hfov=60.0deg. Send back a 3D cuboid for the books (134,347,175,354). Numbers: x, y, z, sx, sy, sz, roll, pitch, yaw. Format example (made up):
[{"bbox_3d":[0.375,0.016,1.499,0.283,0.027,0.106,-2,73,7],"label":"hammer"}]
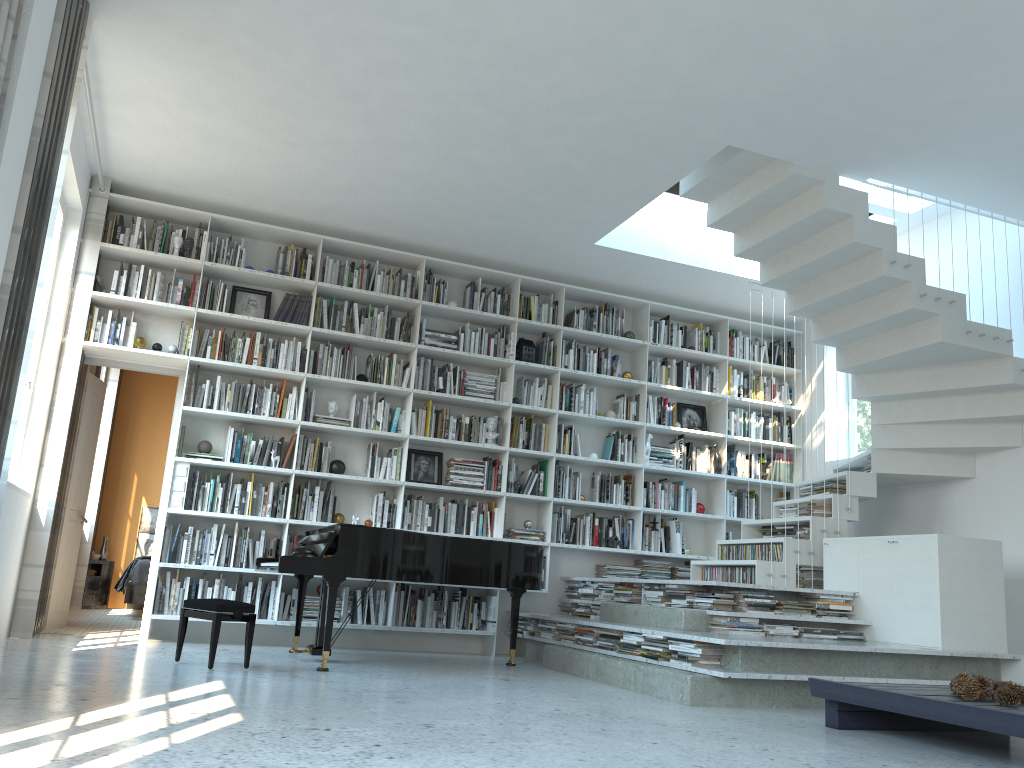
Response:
[{"bbox_3d":[-2.638,-0.226,6.553,0.285,0.012,0.160,8,-14,-18],"label":"books"}]

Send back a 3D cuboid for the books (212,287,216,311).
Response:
[{"bbox_3d":[-2.273,-0.612,6.751,0.018,0.218,0.187,9,-13,-20],"label":"books"}]

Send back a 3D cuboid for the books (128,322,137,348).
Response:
[{"bbox_3d":[-2.778,-0.326,6.492,0.029,0.210,0.187,9,-13,-20],"label":"books"}]

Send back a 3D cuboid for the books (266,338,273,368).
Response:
[{"bbox_3d":[-1.888,-0.207,6.853,0.029,0.260,0.158,9,-13,-20],"label":"books"}]

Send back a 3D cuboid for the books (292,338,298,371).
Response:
[{"bbox_3d":[-1.706,-0.197,6.908,0.022,0.288,0.169,9,-13,-20],"label":"books"}]

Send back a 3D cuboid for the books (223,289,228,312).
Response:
[{"bbox_3d":[-2.200,-0.599,6.776,0.012,0.213,0.186,9,-13,-20],"label":"books"}]

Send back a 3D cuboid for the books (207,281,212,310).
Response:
[{"bbox_3d":[-2.310,-0.636,6.748,0.009,0.259,0.184,9,-13,-20],"label":"books"}]

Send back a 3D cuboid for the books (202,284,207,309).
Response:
[{"bbox_3d":[-2.344,-0.628,6.745,0.005,0.237,0.154,9,-13,-20],"label":"books"}]

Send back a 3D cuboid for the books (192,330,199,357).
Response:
[{"bbox_3d":[-2.381,-0.271,6.660,0.022,0.232,0.151,9,-13,-20],"label":"books"}]

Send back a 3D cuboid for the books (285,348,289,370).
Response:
[{"bbox_3d":[-1.762,-0.163,6.888,0.013,0.206,0.172,9,-13,-20],"label":"books"}]

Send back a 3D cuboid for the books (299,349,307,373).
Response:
[{"bbox_3d":[-1.638,-0.150,6.896,0.039,0.202,0.236,9,-14,-20],"label":"books"}]

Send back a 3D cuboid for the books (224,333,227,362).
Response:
[{"bbox_3d":[-2.178,-0.247,6.741,0.047,0.249,0.134,9,-13,-20],"label":"books"}]

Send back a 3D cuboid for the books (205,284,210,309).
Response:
[{"bbox_3d":[-2.322,-0.624,6.737,0.009,0.228,0.185,9,-13,-20],"label":"books"}]

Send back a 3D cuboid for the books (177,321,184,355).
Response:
[{"bbox_3d":[-2.482,-0.314,6.623,0.012,0.284,0.160,9,-13,-20],"label":"books"}]

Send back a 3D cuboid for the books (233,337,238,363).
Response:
[{"bbox_3d":[-2.114,-0.229,6.758,0.011,0.228,0.170,9,-13,-20],"label":"books"}]

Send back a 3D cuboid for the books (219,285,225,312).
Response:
[{"bbox_3d":[-2.225,-0.618,6.781,0.011,0.249,0.168,9,-13,-20],"label":"books"}]

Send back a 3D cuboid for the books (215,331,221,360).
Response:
[{"bbox_3d":[-2.230,-0.260,6.711,0.014,0.252,0.187,9,-13,-20],"label":"books"}]

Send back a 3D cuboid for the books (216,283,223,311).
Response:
[{"bbox_3d":[-2.237,-0.626,6.767,0.023,0.257,0.183,9,-13,-20],"label":"books"}]

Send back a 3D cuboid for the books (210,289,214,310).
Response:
[{"bbox_3d":[-2.300,-0.605,6.778,0.012,0.214,0.132,9,-13,-20],"label":"books"}]

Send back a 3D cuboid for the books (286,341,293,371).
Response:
[{"bbox_3d":[-1.746,-0.187,6.909,0.024,0.265,0.155,9,-13,-20],"label":"books"}]

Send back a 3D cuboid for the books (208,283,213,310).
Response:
[{"bbox_3d":[-2.305,-0.628,6.759,0.010,0.248,0.166,9,-13,-20],"label":"books"}]

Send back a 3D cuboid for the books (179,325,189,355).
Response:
[{"bbox_3d":[-2.464,-0.298,6.651,0.044,0.268,0.134,9,-13,-20],"label":"books"}]

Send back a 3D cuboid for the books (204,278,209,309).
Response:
[{"bbox_3d":[-2.333,-0.651,6.756,0.006,0.288,0.144,8,-13,-20],"label":"books"}]

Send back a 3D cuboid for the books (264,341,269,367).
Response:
[{"bbox_3d":[-1.903,-0.199,6.830,0.013,0.231,0.172,9,-13,-20],"label":"books"}]

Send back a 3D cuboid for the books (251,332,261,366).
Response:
[{"bbox_3d":[-1.967,-0.238,6.799,0.030,0.285,0.185,9,-13,-20],"label":"books"}]

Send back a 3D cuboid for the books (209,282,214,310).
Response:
[{"bbox_3d":[-2.291,-0.630,6.741,0.004,0.245,0.189,8,-13,-20],"label":"books"}]

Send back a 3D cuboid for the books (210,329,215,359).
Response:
[{"bbox_3d":[-2.272,-0.269,6.703,0.010,0.262,0.151,9,-13,-20],"label":"books"}]

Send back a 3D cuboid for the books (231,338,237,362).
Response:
[{"bbox_3d":[-2.124,-0.226,6.746,0.014,0.217,0.164,9,-13,-20],"label":"books"}]

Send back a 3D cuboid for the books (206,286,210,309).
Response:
[{"bbox_3d":[-2.313,-0.618,6.729,0.004,0.213,0.187,8,-13,-20],"label":"books"}]

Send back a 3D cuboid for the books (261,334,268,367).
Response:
[{"bbox_3d":[-1.922,-0.226,6.840,0.025,0.285,0.161,9,-13,-20],"label":"books"}]

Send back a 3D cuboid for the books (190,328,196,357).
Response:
[{"bbox_3d":[-2.399,-0.283,6.664,0.012,0.253,0.161,9,-13,-20],"label":"books"}]

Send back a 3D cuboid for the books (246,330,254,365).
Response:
[{"bbox_3d":[-2.017,-0.249,6.807,0.014,0.303,0.152,9,-13,-20],"label":"books"}]

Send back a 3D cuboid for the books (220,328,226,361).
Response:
[{"bbox_3d":[-2.197,-0.268,6.718,0.011,0.277,0.164,9,-13,-20],"label":"books"}]

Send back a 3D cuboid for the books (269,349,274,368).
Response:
[{"bbox_3d":[-1.866,-0.168,6.853,0.022,0.185,0.137,9,-13,-20],"label":"books"}]

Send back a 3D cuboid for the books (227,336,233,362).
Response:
[{"bbox_3d":[-2.153,-0.233,6.753,0.012,0.230,0.150,9,-13,-20],"label":"books"}]

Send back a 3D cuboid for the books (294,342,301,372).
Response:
[{"bbox_3d":[-1.680,-0.181,6.913,0.035,0.263,0.178,9,-13,-20],"label":"books"}]

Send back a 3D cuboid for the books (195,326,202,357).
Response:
[{"bbox_3d":[-2.361,-0.285,6.661,0.012,0.262,0.180,9,-13,-20],"label":"books"}]

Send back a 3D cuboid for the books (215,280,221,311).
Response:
[{"bbox_3d":[-2.252,-0.637,6.774,0.005,0.280,0.191,9,-13,-20],"label":"books"}]

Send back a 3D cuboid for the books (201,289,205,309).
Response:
[{"bbox_3d":[-2.354,-0.613,6.737,0.015,0.206,0.172,9,-13,-20],"label":"books"}]

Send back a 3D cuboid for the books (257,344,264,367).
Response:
[{"bbox_3d":[-1.941,-0.191,6.796,0.029,0.195,0.192,9,-13,-20],"label":"books"}]

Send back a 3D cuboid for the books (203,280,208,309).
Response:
[{"bbox_3d":[-2.337,-0.647,6.750,0.005,0.277,0.147,8,-13,-20],"label":"books"}]

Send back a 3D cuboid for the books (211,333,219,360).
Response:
[{"bbox_3d":[-2.252,-0.251,6.702,0.030,0.229,0.172,9,-13,-20],"label":"books"}]

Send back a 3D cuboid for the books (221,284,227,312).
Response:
[{"bbox_3d":[-2.213,-0.619,6.784,0.012,0.254,0.167,9,-13,-20],"label":"books"}]

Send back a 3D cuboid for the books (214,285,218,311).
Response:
[{"bbox_3d":[-2.265,-0.621,6.767,0.019,0.243,0.153,9,-13,-20],"label":"books"}]

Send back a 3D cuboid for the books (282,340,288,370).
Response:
[{"bbox_3d":[-1.772,-0.195,6.876,0.022,0.262,0.174,9,-13,-20],"label":"books"}]

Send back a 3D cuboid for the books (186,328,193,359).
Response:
[{"bbox_3d":[-2.408,-0.280,6.613,0.021,0.224,0.232,9,-13,-20],"label":"books"}]

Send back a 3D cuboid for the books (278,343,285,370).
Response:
[{"bbox_3d":[-1.797,-0.183,6.864,0.030,0.230,0.172,9,-13,-20],"label":"books"}]

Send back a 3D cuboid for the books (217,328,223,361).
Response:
[{"bbox_3d":[-2.216,-0.270,6.723,0.020,0.280,0.165,9,-13,-20],"label":"books"}]

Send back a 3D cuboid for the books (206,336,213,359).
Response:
[{"bbox_3d":[-2.285,-0.242,6.674,0.026,0.194,0.176,9,-13,-20],"label":"books"}]

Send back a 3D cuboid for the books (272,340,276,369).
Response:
[{"bbox_3d":[-1.846,-0.200,6.873,0.035,0.260,0.131,9,-13,-20],"label":"books"}]

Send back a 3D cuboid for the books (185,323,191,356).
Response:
[{"bbox_3d":[-2.433,-0.305,6.647,0.010,0.285,0.137,9,-13,-20],"label":"books"}]

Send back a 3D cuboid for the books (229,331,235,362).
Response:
[{"bbox_3d":[-2.138,-0.255,6.759,0.012,0.276,0.151,9,-13,-20],"label":"books"}]

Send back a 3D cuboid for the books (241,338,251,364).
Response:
[{"bbox_3d":[-2.046,-0.222,6.786,0.047,0.237,0.162,9,-13,-20],"label":"books"}]

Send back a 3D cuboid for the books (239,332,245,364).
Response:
[{"bbox_3d":[-2.071,-0.244,6.776,0.014,0.272,0.181,9,-13,-20],"label":"books"}]

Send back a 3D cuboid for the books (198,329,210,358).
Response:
[{"bbox_3d":[-2.333,-0.275,6.688,0.062,0.257,0.153,9,-13,-20],"label":"books"}]

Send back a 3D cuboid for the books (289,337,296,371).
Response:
[{"bbox_3d":[-1.717,-0.202,6.891,0.012,0.290,0.182,9,-13,-20],"label":"books"}]

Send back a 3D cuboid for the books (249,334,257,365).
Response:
[{"bbox_3d":[-1.994,-0.234,6.793,0.023,0.270,0.187,9,-13,-20],"label":"books"}]

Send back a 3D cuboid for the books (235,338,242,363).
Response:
[{"bbox_3d":[-2.092,-0.221,6.758,0.031,0.216,0.173,9,-13,-20],"label":"books"}]

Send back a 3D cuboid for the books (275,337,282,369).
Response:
[{"bbox_3d":[-1.817,-0.210,6.866,0.012,0.280,0.188,9,-13,-20],"label":"books"}]
